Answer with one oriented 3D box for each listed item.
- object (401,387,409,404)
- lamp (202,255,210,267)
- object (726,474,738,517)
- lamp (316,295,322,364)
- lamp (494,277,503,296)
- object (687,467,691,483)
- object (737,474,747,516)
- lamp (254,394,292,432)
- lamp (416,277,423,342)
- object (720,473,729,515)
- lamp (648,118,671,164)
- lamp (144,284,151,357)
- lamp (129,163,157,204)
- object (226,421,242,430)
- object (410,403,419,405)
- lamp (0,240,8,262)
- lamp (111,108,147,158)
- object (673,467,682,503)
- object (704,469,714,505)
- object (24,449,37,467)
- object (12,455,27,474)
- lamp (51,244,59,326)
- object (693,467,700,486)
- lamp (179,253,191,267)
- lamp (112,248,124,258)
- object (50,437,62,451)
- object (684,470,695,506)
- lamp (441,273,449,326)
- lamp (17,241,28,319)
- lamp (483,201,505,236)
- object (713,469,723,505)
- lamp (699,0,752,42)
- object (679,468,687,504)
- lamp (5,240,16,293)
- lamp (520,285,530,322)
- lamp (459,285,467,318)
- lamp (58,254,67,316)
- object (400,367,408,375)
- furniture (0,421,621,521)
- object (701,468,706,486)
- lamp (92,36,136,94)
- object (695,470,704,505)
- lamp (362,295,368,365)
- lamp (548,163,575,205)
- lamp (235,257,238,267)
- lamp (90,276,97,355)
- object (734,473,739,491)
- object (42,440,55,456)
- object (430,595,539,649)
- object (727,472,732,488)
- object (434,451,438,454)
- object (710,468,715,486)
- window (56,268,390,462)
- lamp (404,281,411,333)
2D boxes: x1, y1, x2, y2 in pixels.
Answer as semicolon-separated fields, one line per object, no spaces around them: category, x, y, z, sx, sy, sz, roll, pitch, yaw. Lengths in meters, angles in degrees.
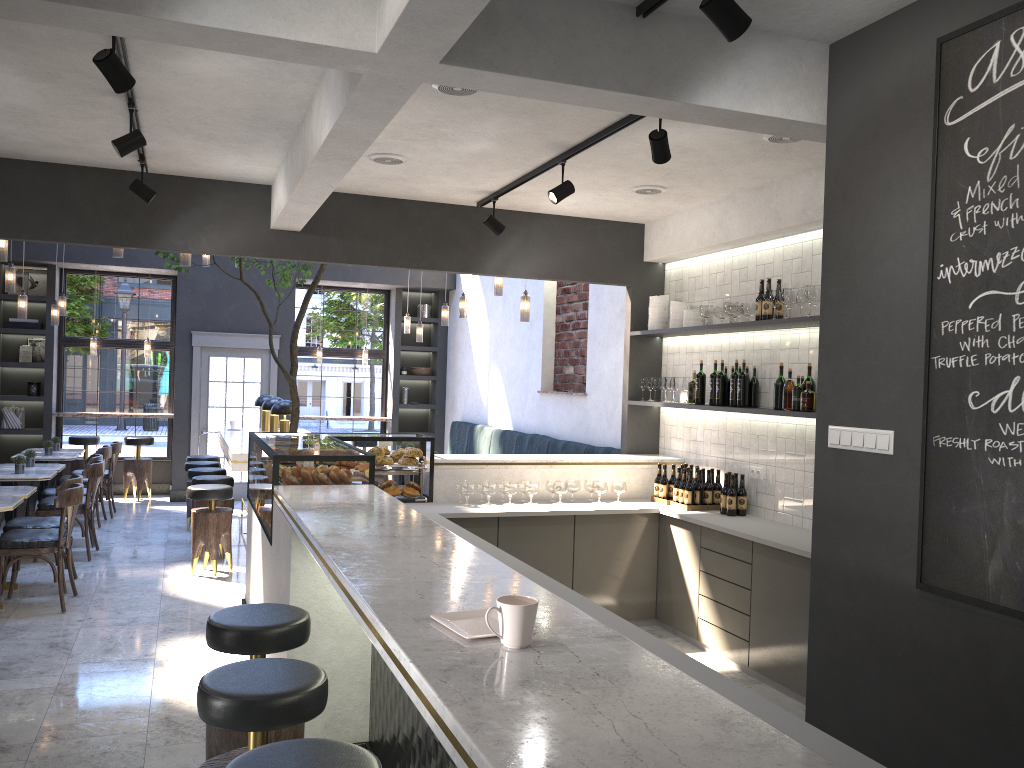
object;-1.572;0.174;13.030;0.098;0.248;0.098;2;1;19
lamp;-3.374;-3.371;9.941;0.078;4.105;0.078;1;1;-35
object;1.475;0.745;5.942;0.069;0.279;0.070;2;1;32
lamp;-2.725;-1.006;12.629;0.078;1.429;0.078;2;1;32
lamp;-0.060;-2.863;8.122;0.078;4.105;0.078;1;1;-35
object;1.255;0.735;6.325;0.070;0.279;0.069;2;1;-18
object;1.547;0.748;5.968;0.069;0.279;0.070;2;1;2
lamp;-1.719;-1.046;5.400;4.183;3.257;8.833;2;0;-37
lamp;-1.067;-2.565;10.826;0.078;4.105;0.078;1;1;-35
object;1.450;0.744;6.011;0.070;0.279;0.069;2;1;-13
lamp;0.670;-1.117;4.005;0.087;0.235;0.157;2;1;19
lamp;-4.851;-1.072;11.843;0.078;1.429;0.078;2;1;32
lamp;-2.235;-1.216;5.373;0.157;0.238;0.087;2;1;-26
object;-3.175;0.473;10.137;0.176;0.098;0.204;2;0;-15
object;-1.438;0.289;13.053;0.130;0.026;0.130;2;0;-37
lamp;-3.790;-2.978;6.673;0.078;4.105;0.078;1;1;-35
lamp;-1.833;-1.200;4.248;0.157;0.238;0.087;2;1;-26
object;1.184;0.733;6.299;0.069;0.279;0.070;2;1;32
object;1.376;0.739;6.212;0.069;0.279;0.070;2;1;32
object;-4.553;0.701;8.383;0.118;0.165;0.122;1;1;-43
object;-4.352;0.709;7.837;0.118;0.165;0.122;1;1;-43
lamp;-4.834;-2.681;9.478;0.078;4.105;0.078;1;1;-35
object;1.325;0.737;6.350;0.070;0.279;0.069;1;1;-43
lamp;-2.332;-2.918;6.482;0.078;4.105;0.078;2;1;10
lamp;-3.108;-3.071;7.115;0.078;4.105;0.078;2;1;10
object;-5.169;0.676;10.052;0.118;0.165;0.122;1;1;-43
object;1.237;0.735;6.158;0.070;0.279;0.069;1;1;-33
lamp;-0.678;-2.695;9.782;0.078;4.105;0.078;2;1;32
lamp;-4.547;-2.668;8.326;0.078;4.105;0.078;2;1;-13
lamp;-0.121;-1.149;6.154;0.157;0.235;0.087;2;1;-26
object;1.447;0.742;6.237;0.069;0.279;0.070;2;1;2
lamp;0.619;-1.114;2.563;0.157;0.235;0.087;2;1;-26
object;1.210;0.734;6.229;0.070;0.279;0.069;1;1;-43
lamp;-4.318;-2.853;7.719;0.078;4.105;0.078;2;1;-13
lamp;0.173;-2.578;7.470;0.078;4.105;0.078;1;1;-35
lamp;-0.444;-2.733;9.151;0.078;4.105;0.078;2;1;32
lamp;-5.028;-2.823;10.014;0.078;4.105;0.078;1;1;-35
object;-1.597;-0.190;13.060;0.116;0.119;0.117;1;1;-44
furniture;-2.623;1.019;8.839;6.022;1.151;5.340;2;0;-20
object;1.351;0.738;6.281;0.070;0.279;0.069;2;1;-13
lamp;-1.444;-1.184;3.224;0.087;0.238;0.157;2;1;19
object;1.307;0.737;6.185;0.070;0.279;0.069;2;1;-18
lamp;-2.109;-0.987;12.857;0.078;1.429;0.078;2;1;10
lamp;0.281;-1.133;5.029;0.157;0.235;0.087;2;1;-26
lamp;-3.232;-3.461;10.660;0.078;4.105;0.078;1;1;-35
lamp;-5.467;-1.091;11.616;0.078;1.429;0.078;2;1;10
object;1.520;0.747;6.037;0.070;0.279;0.069;1;1;-43
object;-4.968;0.684;9.506;0.118;0.165;0.122;1;1;-43
object;-0.043;0.501;1.957;0.176;0.097;0.301;2;0;-29
object;1.494;0.745;6.107;0.070;0.279;0.069;2;1;12
object;-0.858;0.815;9.748;0.118;0.165;0.122;1;1;-43
object;1.421;0.740;6.307;0.070;0.279;0.069;1;1;-43
window;-1.768;-1.504;6.679;6.406;5.365;12.707;2;0;-20
lamp;-1.293;-2.707;11.448;0.078;4.105;0.078;1;1;-35
